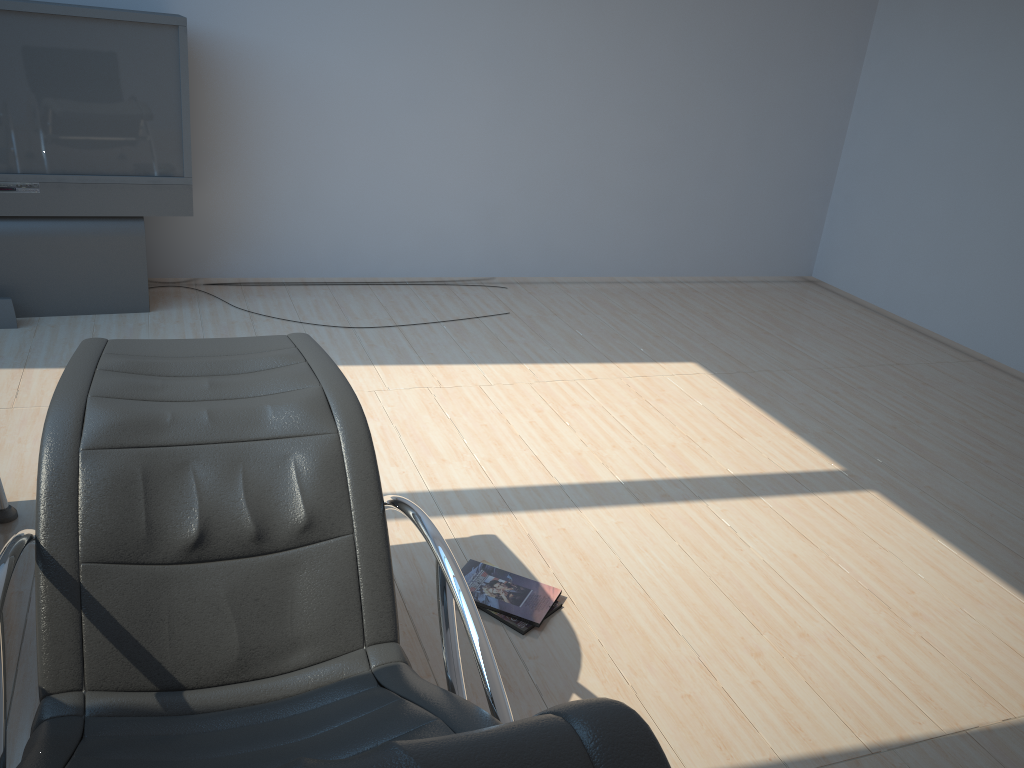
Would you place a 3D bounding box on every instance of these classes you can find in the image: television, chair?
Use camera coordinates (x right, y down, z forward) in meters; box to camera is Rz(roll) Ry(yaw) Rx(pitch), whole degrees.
[{"bbox_3d":[-2.438,-1.063,4.235,1.686,1.446,0.400,-5,25,-26],"label":"television"},{"bbox_3d":[-1.608,0.178,1.742,0.836,1.251,1.938,-3,24,-21],"label":"chair"},{"bbox_3d":[-0.538,0.471,1.720,0.836,0.953,2.114,-3,24,-21],"label":"chair"}]

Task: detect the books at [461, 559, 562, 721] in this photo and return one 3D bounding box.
[{"bbox_3d":[-1.514,0.158,3.160,4.790,0.222,1.045,21,27,31],"label":"books"}]

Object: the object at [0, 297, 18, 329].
[{"bbox_3d":[-2.938,-0.371,4.144,1.163,0.141,0.394,9,23,5],"label":"object"}]
